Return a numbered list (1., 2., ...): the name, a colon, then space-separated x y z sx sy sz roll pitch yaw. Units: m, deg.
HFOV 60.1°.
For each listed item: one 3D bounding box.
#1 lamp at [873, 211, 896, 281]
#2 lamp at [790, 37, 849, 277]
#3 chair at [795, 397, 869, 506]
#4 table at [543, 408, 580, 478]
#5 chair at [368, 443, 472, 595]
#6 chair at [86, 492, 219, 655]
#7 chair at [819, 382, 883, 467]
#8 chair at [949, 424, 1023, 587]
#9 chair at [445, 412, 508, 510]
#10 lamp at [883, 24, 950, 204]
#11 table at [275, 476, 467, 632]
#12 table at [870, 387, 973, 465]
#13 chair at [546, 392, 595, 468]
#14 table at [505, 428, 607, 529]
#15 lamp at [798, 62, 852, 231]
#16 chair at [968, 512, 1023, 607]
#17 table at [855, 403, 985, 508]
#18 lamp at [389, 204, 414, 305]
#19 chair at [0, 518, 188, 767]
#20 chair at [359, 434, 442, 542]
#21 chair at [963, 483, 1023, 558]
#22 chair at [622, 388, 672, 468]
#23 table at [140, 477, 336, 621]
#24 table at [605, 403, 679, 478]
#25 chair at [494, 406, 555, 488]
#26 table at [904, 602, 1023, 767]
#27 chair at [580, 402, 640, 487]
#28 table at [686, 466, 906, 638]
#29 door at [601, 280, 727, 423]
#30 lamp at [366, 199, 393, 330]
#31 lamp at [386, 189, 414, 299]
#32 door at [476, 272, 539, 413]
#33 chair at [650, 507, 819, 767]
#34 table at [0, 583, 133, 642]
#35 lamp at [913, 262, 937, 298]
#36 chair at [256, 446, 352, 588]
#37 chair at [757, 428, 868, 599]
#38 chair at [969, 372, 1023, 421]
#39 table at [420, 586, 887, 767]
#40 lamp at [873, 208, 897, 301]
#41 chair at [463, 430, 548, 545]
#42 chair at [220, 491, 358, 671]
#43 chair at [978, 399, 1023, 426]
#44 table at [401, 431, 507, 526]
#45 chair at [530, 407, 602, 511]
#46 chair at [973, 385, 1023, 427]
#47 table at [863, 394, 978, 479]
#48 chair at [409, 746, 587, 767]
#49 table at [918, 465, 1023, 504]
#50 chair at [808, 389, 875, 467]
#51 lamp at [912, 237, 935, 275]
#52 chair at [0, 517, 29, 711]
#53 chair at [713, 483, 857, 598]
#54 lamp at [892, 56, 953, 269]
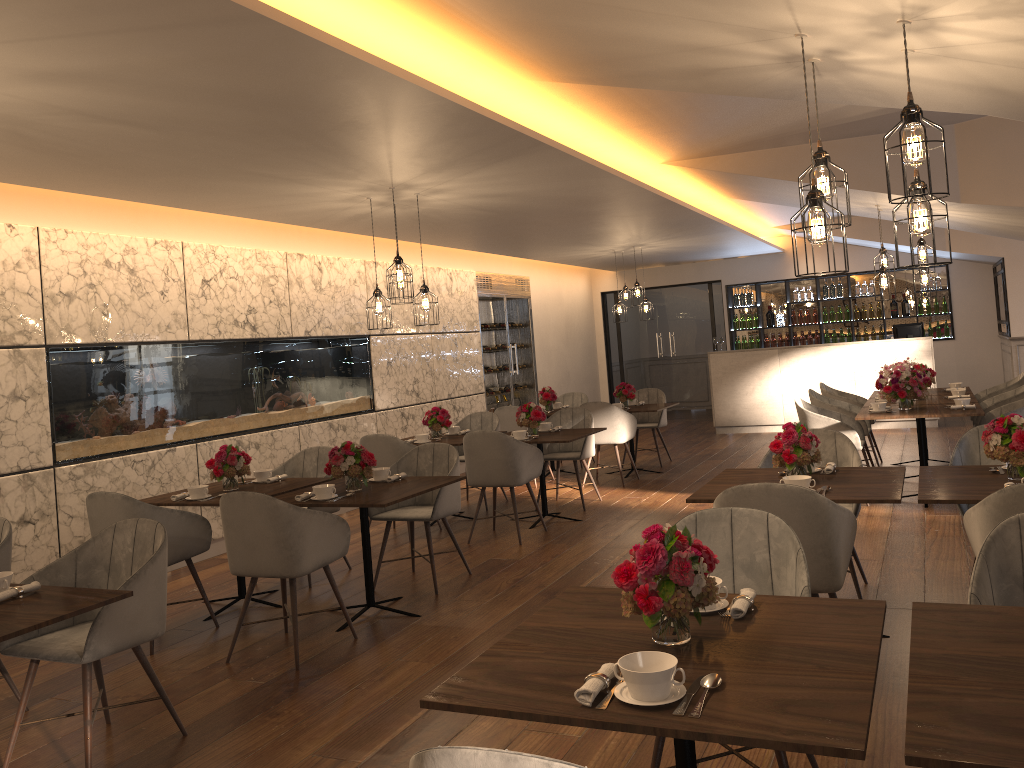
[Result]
1. lamp: 3.355 -1.990 8.163 0.174 2.073 0.175 -5 -1 27
2. lamp: 1.001 -1.414 3.108 0.174 2.073 0.175 -5 -1 27
3. chair: 2.654 0.533 7.330 0.525 0.873 0.566 -5 0 25
4. table: 0.442 0.674 10.101 0.894 0.721 0.898 -4 1 25
5. chair: -0.595 0.849 5.742 0.564 0.873 0.527 -5 0 25
6. chair: -2.037 0.993 4.954 0.564 0.873 0.527 -5 0 25
7. chair: 3.452 0.404 9.031 0.525 0.873 0.566 -5 0 25
8. chair: 2.519 0.656 4.440 0.564 0.873 0.527 -5 0 25
9. chair: -0.365 0.724 8.483 0.564 0.873 0.527 -5 0 25
10. lamp: 1.193 -1.611 2.790 0.174 2.073 0.175 -5 -1 27
11. table: -0.839 0.968 5.117 0.894 0.721 0.898 -4 1 25
12. table: 4.080 0.441 8.779 0.894 0.721 0.898 -4 1 25
13. chair: 0.687 0.554 10.726 0.564 0.873 0.527 -5 0 25
14. table: 0.256 0.792 7.451 0.894 0.721 0.898 -4 1 25
15. lamp: 1.125 -1.630 3.409 0.174 2.073 0.175 -5 -1 27
16. chair: 1.533 0.815 2.336 0.564 0.873 0.527 -5 0 25
17. table: 3.282 0.569 7.079 0.894 0.721 0.898 -4 1 25
18. lamp: -0.927 -1.653 6.849 0.174 2.073 0.175 -5 -1 27
19. chair: -1.647 1.019 3.499 0.564 0.873 0.527 -5 0 25
20. chair: -0.943 0.816 7.288 0.564 0.873 0.527 -5 0 25
21. chair: 1.984 0.745 3.224 0.564 0.873 0.527 -5 0 25
22. chair: 1.552 0.502 10.319 0.564 0.873 0.527 -5 0 25
23. table: -1.705 1.020 5.524 0.894 0.721 0.898 -4 1 25
24. table: 1.308 0.622 9.694 0.894 0.721 0.898 -4 1 25
25. chair: 0.109 0.646 9.531 0.564 0.873 0.527 -5 0 25
26. table: 1.288 0.935 1.710 0.894 0.721 0.898 -4 1 25
27. chair: 0.975 0.594 9.123 0.564 0.873 0.527 -5 0 25
28. table: 1.410 0.827 4.222 0.894 0.721 0.898 -4 1 25
29. door: 2.650 -0.504 15.120 2.102 2.337 0.274 -4 -1 25
30. lamp: -1.052 -1.437 6.548 0.174 2.073 0.175 -5 -1 27
31. lamp: -0.859 -1.634 6.231 0.174 2.073 0.175 -5 -1 27
32. door: -0.016 -0.290 12.247 0.134 2.471 1.860 -5 0 25
33. chair: 0.667 0.867 2.743 0.564 0.873 0.527 -5 0 25
34. table: -1.891 1.138 2.874 0.894 0.721 0.898 -4 1 25
35. lamp: 3.578 -1.800 7.838 0.174 2.073 0.175 -5 -1 27
36. chair: -1.460 0.901 6.149 0.564 0.873 0.527 -5 0 25
37. chair: 1.654 0.708 4.847 0.564 0.873 0.527 -5 0 25
38. chair: 4.657 0.331 8.483 0.525 0.873 0.566 -5 0 25
39. table: 0.423 0.987 2.117 0.894 0.721 0.898 -4 1 25
40. lamp: 3.231 -1.774 7.862 0.174 2.073 0.175 -5 -1 27
41. chair: -0.077 0.764 6.880 0.564 0.873 0.527 -5 0 25
42. chair: -1.172 0.941 4.546 0.564 0.873 0.527 -5 0 25
43. chair: 3.860 0.460 6.783 0.525 0.873 0.566 -5 0 25
44. table: -0.610 0.843 7.858 0.894 0.721 0.898 -4 1 25
45. chair: 0.500 0.672 8.076 0.564 0.873 0.527 -5 0 25
46. chair: 4.259 0.396 7.633 0.525 0.873 0.566 -5 0 25
47. table: 3.681 0.505 7.929 0.894 0.721 0.898 -4 1 25
48. chair: 0.132 0.957 1.527 0.564 0.873 0.527 -5 0 25
49. table: 2.275 0.776 3.814 0.894 0.721 0.898 -4 1 25
50. chair: 3.053 0.468 8.181 0.525 0.873 0.566 -5 0 25
51. lamp: 3.423 -1.971 7.545 0.174 2.073 0.175 -5 -1 27
52. chair: -2.512 1.070 3.907 0.564 0.873 0.527 -5 0 25
53. chair: 1.118 0.797 3.631 0.564 0.873 0.527 -5 0 25
54. lamp: 1.348 -1.440 3.084 0.174 2.073 0.175 -5 -1 27
